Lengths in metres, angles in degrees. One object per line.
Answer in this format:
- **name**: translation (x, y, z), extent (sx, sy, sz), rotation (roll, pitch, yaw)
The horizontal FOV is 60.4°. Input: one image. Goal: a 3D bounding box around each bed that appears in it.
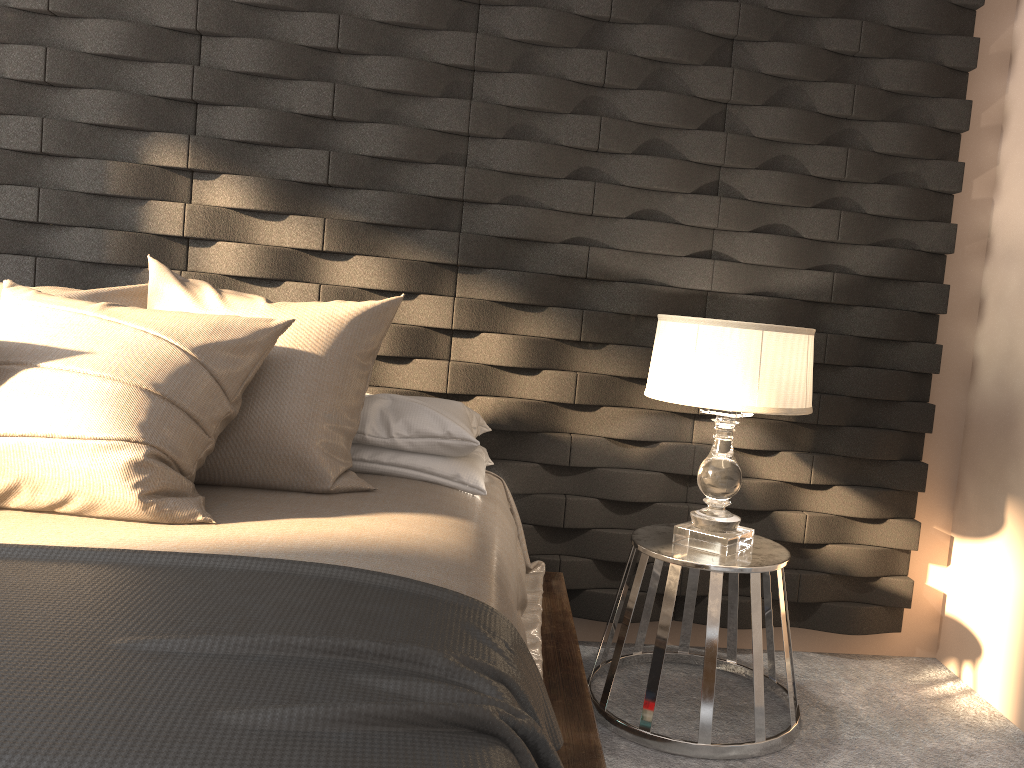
- **bed**: translation (-0.930, 0.555, 1.522), extent (2.314, 0.623, 2.276), rotation (5, 5, -4)

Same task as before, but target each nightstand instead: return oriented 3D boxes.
- **nightstand**: translation (0.535, 0.684, 2.508), extent (0.590, 0.471, 0.652), rotation (9, 6, 34)

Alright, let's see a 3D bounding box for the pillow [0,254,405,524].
- **pillow**: translation (-0.925, -0.036, 1.866), extent (1.268, 0.518, 0.894), rotation (5, 5, -4)

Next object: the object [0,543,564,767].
- **object**: translation (-0.910, 0.420, 1.060), extent (2.077, 0.322, 0.612), rotation (5, 5, -7)

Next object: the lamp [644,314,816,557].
- **lamp**: translation (0.592, 0.140, 2.455), extent (0.491, 0.630, 0.441), rotation (1, 6, -42)
